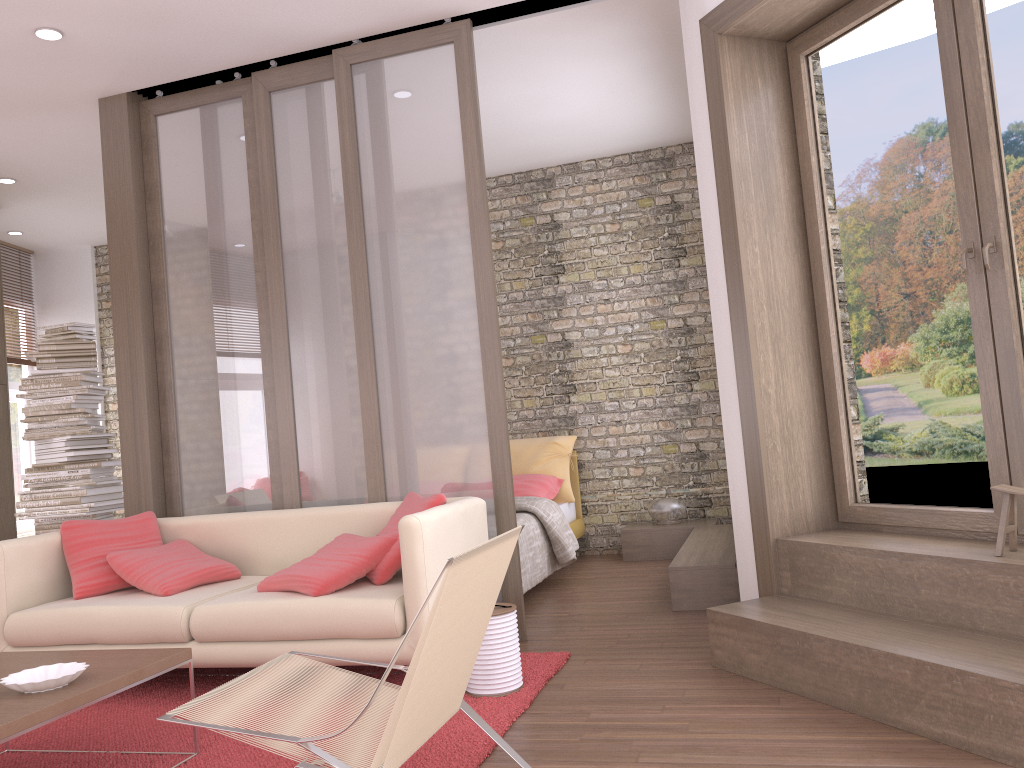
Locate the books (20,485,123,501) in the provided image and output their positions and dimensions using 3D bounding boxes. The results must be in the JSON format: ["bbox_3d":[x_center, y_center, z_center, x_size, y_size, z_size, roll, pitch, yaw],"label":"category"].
[{"bbox_3d":[-3.000,0.748,6.106,0.542,0.046,0.421,-6,-3,16],"label":"books"}]

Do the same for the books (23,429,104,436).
[{"bbox_3d":[-3.076,0.335,6.104,0.432,0.013,0.288,-5,-3,-9],"label":"books"}]

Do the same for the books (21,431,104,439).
[{"bbox_3d":[-3.083,0.350,6.102,0.444,0.015,0.279,-5,-3,-9],"label":"books"}]

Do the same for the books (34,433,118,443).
[{"bbox_3d":[-3.001,0.373,6.098,0.500,0.018,0.326,-7,-4,36],"label":"books"}]

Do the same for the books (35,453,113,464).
[{"bbox_3d":[-3.016,0.517,6.108,0.435,0.030,0.322,-7,-4,36],"label":"books"}]

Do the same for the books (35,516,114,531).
[{"bbox_3d":[-2.967,0.947,6.031,0.396,0.033,0.310,-5,-3,-4],"label":"books"}]

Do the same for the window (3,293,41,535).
[{"bbox_3d":[-4.699,0.261,7.920,0.160,2.229,1.407,-5,-3,3],"label":"window"}]

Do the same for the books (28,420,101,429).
[{"bbox_3d":[-3.087,0.285,6.129,0.379,0.028,0.297,-5,-3,-9],"label":"books"}]

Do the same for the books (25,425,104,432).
[{"bbox_3d":[-3.072,0.309,6.109,0.412,0.011,0.308,-5,-3,-9],"label":"books"}]

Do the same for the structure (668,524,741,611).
[{"bbox_3d":[1.387,-0.205,5.671,0.808,2.881,2.039,-6,-3,16],"label":"structure"}]

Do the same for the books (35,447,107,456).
[{"bbox_3d":[-3.038,0.465,6.106,0.413,0.013,0.294,-7,-4,36],"label":"books"}]

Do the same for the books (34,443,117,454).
[{"bbox_3d":[-3.002,0.443,6.097,0.484,0.020,0.323,-7,-4,36],"label":"books"}]

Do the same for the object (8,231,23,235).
[{"bbox_3d":[-4.466,-1.357,7.974,0.119,0.010,0.119,-8,-4,41],"label":"object"}]

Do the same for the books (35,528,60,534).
[{"bbox_3d":[-2.964,0.976,6.029,0.396,0.024,0.310,-5,-3,-4],"label":"books"}]

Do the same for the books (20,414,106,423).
[{"bbox_3d":[-3.081,0.240,6.107,0.467,0.020,0.283,-5,-3,-9],"label":"books"}]

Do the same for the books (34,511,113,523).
[{"bbox_3d":[-2.971,0.898,6.034,0.396,0.024,0.310,-5,-3,-4],"label":"books"}]

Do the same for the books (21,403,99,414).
[{"bbox_3d":[-3.115,0.169,6.125,0.379,0.039,0.297,-6,-3,11],"label":"books"}]

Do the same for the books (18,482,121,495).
[{"bbox_3d":[-3.029,0.715,6.090,0.510,0.020,0.399,-6,-3,16],"label":"books"}]

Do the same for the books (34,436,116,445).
[{"bbox_3d":[-3.017,0.391,6.122,0.443,0.010,0.345,-7,-4,36],"label":"books"}]

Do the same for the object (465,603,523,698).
[{"bbox_3d":[-0.086,1.079,3.626,0.239,0.341,0.239,-2,-4,-42],"label":"object"}]

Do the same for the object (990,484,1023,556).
[{"bbox_3d":[1.841,0.443,2.875,0.136,0.233,0.499,-3,-4,-39],"label":"object"}]

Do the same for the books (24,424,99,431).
[{"bbox_3d":[-3.097,0.302,6.117,0.395,0.007,0.308,-5,-3,-9],"label":"books"}]

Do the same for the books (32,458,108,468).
[{"bbox_3d":[-3.039,0.544,6.118,0.450,0.022,0.364,-4,-3,-24],"label":"books"}]

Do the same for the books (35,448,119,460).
[{"bbox_3d":[-2.985,0.481,6.081,0.524,0.030,0.317,-7,-4,36],"label":"books"}]

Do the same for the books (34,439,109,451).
[{"bbox_3d":[-3.037,0.417,6.113,0.417,0.036,0.308,-7,-4,36],"label":"books"}]

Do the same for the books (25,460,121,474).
[{"bbox_3d":[-3.003,0.570,6.105,0.518,0.038,0.341,-5,-3,1],"label":"books"}]

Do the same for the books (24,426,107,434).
[{"bbox_3d":[-3.061,0.320,6.101,0.446,0.012,0.291,-5,-3,-9],"label":"books"}]

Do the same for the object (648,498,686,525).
[{"bbox_3d":[1.204,0.984,6.878,0.296,0.199,0.211,-6,-3,13],"label":"object"}]

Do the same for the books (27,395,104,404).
[{"bbox_3d":[-3.074,0.112,6.119,0.379,0.028,0.297,-6,-3,11],"label":"books"}]

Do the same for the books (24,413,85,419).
[{"bbox_3d":[-3.108,0.228,6.106,0.368,0.009,0.262,-5,-3,-9],"label":"books"}]

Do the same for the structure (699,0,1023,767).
[{"bbox_3d":[1.454,-0.354,3.142,0.845,2.881,2.039,-4,-3,-24],"label":"structure"}]

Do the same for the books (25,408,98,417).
[{"bbox_3d":[-3.101,0.199,6.116,0.379,0.028,0.297,-5,-3,-9],"label":"books"}]

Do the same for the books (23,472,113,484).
[{"bbox_3d":[-3.027,0.641,6.069,0.442,0.025,0.346,-5,-3,1],"label":"books"}]

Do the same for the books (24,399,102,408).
[{"bbox_3d":[-3.094,0.138,6.127,0.388,0.020,0.287,-6,-3,11],"label":"books"}]

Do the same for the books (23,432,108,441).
[{"bbox_3d":[-3.055,0.361,6.088,0.469,0.015,0.267,-5,-3,-9],"label":"books"}]

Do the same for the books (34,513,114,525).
[{"bbox_3d":[-2.974,0.921,6.038,0.405,0.018,0.300,-5,-3,-4],"label":"books"}]

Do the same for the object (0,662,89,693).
[{"bbox_3d":[-1.455,0.922,2.762,0.251,0.043,0.249,-7,-4,28],"label":"object"}]

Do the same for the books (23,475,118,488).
[{"bbox_3d":[-3.029,0.673,6.103,0.469,0.028,0.368,-5,-3,1],"label":"books"}]

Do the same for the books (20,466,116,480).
[{"bbox_3d":[-3.040,0.612,6.092,0.469,0.038,0.364,-5,-3,1],"label":"books"}]

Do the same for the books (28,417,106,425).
[{"bbox_3d":[-3.063,0.258,6.116,0.388,0.020,0.287,-6,-3,11],"label":"books"}]

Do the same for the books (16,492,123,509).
[{"bbox_3d":[-3.026,0.797,6.085,0.522,0.046,0.410,-6,-3,16],"label":"books"}]

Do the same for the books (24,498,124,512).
[{"bbox_3d":[-2.943,0.826,6.076,0.566,0.025,0.423,-6,-3,16],"label":"books"}]
